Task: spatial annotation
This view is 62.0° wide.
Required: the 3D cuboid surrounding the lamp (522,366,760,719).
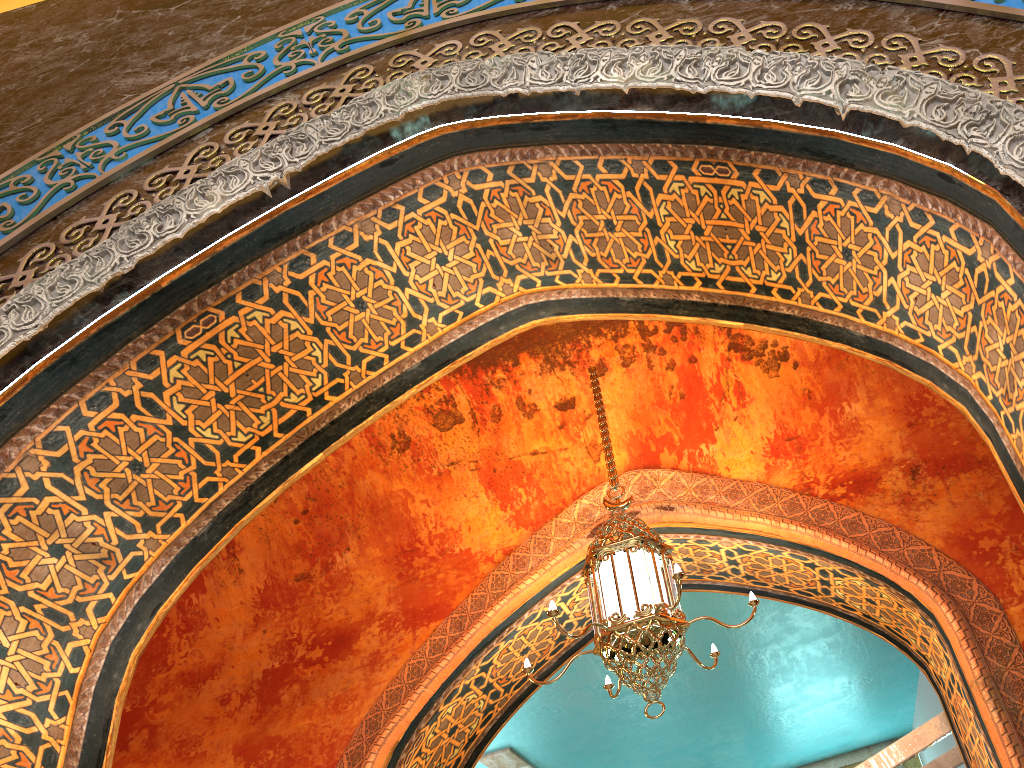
[{"bbox_3d":[0.607,0.763,4.855,1.273,2.234,1.205,-15,-39,7],"label":"lamp"}]
